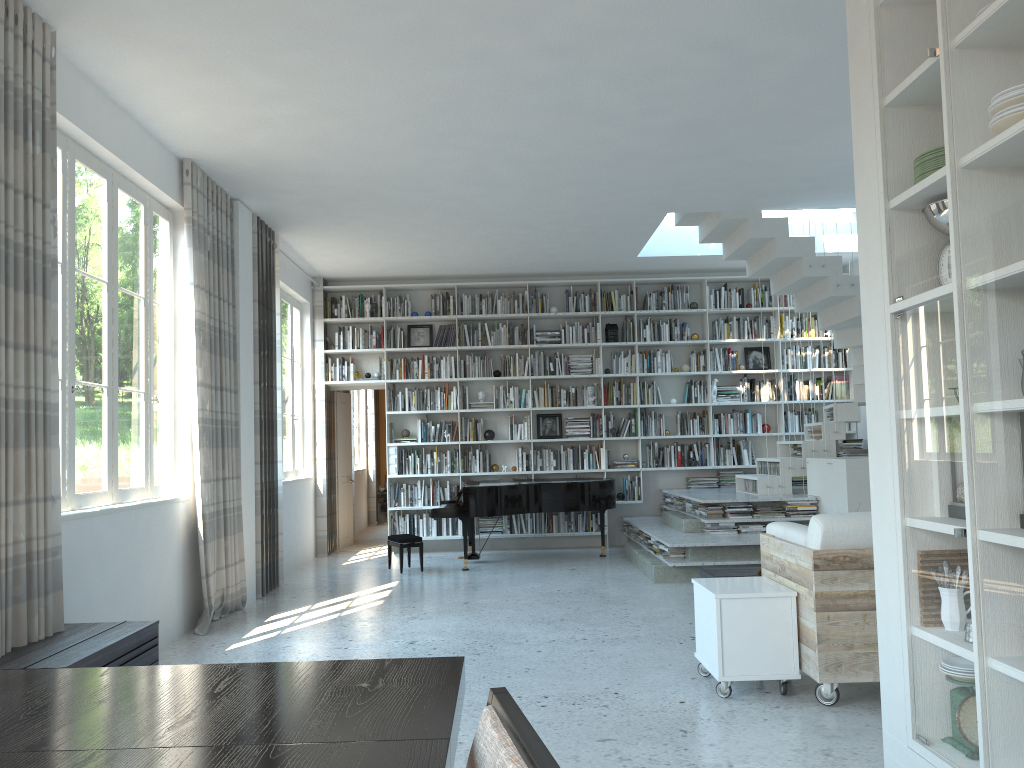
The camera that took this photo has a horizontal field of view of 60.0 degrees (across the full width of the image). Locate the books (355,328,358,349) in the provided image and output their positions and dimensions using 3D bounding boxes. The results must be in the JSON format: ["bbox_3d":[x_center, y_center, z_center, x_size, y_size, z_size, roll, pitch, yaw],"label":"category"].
[{"bbox_3d":[-1.838,-0.522,10.502,0.013,0.268,0.162,-2,-4,-1],"label":"books"}]

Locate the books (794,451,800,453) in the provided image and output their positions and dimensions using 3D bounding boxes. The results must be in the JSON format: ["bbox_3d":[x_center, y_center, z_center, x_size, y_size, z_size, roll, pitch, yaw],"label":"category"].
[{"bbox_3d":[3.123,0.726,9.494,0.145,0.015,0.166,-1,-4,-6],"label":"books"}]

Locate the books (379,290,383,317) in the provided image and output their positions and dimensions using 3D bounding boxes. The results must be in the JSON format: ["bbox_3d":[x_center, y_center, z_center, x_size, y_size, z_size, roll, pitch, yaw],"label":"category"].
[{"bbox_3d":[-1.553,-0.930,10.533,0.014,0.337,0.168,-2,-4,-1],"label":"books"}]

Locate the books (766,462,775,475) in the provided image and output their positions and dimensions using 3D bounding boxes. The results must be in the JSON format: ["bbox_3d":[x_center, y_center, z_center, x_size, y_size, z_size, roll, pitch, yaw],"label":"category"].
[{"bbox_3d":[2.726,0.885,9.287,0.125,0.125,0.007,-2,-3,-1],"label":"books"}]

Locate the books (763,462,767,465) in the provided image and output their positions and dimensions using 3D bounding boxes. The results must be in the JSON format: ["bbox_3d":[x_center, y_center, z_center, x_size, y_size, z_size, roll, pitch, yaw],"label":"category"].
[{"bbox_3d":[2.724,0.892,9.378,0.125,0.125,0.008,-2,-3,-1],"label":"books"}]

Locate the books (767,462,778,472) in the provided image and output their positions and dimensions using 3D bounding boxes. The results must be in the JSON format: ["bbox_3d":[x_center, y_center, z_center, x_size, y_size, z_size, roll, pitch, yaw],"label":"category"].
[{"bbox_3d":[2.726,0.882,9.246,0.125,0.125,0.007,-2,-3,-1],"label":"books"}]

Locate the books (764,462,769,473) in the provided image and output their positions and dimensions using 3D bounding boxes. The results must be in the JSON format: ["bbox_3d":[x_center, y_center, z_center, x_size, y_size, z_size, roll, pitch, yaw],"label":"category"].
[{"bbox_3d":[2.725,0.890,9.355,0.125,0.125,0.007,-2,-3,-1],"label":"books"}]

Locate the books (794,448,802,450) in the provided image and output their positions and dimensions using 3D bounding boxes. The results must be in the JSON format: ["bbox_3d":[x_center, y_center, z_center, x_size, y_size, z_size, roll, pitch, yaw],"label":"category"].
[{"bbox_3d":[3.122,0.697,9.496,0.140,0.022,0.181,-1,-4,-7],"label":"books"}]

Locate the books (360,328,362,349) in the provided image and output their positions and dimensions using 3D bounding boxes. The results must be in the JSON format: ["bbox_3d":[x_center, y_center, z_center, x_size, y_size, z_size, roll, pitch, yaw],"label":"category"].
[{"bbox_3d":[-1.775,-0.520,10.500,0.025,0.261,0.167,-2,-4,-1],"label":"books"}]

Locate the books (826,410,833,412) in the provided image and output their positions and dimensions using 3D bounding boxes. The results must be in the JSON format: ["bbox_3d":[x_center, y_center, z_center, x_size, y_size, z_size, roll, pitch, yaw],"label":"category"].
[{"bbox_3d":[3.381,0.277,9.196,0.191,0.013,0.243,-2,-4,10],"label":"books"}]

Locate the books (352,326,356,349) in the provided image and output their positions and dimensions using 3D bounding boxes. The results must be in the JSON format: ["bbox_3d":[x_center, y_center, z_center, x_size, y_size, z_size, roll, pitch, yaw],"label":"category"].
[{"bbox_3d":[-1.864,-0.532,10.510,0.037,0.291,0.155,-2,-4,-1],"label":"books"}]

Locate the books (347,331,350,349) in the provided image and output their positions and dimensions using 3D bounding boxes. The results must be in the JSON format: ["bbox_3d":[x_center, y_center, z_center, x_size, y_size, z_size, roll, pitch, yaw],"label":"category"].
[{"bbox_3d":[-1.924,-0.504,10.515,0.024,0.239,0.155,-2,-4,-1],"label":"books"}]

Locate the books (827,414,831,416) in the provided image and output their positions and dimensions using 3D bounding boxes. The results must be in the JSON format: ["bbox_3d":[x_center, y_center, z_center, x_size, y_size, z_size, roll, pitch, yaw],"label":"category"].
[{"bbox_3d":[3.476,0.329,9.477,0.171,0.011,0.232,-2,-4,10],"label":"books"}]

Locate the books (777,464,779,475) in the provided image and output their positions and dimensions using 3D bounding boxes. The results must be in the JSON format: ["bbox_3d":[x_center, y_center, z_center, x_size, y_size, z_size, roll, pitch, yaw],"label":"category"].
[{"bbox_3d":[2.730,0.859,8.892,0.125,0.123,0.034,-2,-3,-1],"label":"books"}]

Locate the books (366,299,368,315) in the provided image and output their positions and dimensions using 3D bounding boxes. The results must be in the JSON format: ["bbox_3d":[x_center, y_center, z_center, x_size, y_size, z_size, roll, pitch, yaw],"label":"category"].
[{"bbox_3d":[-1.706,-0.880,10.522,0.025,0.243,0.168,-2,-4,-1],"label":"books"}]

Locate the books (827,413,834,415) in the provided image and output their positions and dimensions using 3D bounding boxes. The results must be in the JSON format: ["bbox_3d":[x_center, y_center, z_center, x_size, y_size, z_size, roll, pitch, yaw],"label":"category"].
[{"bbox_3d":[3.387,0.306,9.194,0.176,0.007,0.254,-2,-4,7],"label":"books"}]

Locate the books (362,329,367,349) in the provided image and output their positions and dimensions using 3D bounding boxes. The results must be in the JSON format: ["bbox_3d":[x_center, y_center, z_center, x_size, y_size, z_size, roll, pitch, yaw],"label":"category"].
[{"bbox_3d":[-1.747,-0.516,10.500,0.030,0.250,0.166,-2,-4,-1],"label":"books"}]

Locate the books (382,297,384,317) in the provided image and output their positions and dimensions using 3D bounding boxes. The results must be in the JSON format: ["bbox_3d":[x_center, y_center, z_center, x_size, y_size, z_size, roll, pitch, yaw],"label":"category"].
[{"bbox_3d":[-1.507,-0.891,10.500,0.024,0.252,0.235,-2,-4,-1],"label":"books"}]

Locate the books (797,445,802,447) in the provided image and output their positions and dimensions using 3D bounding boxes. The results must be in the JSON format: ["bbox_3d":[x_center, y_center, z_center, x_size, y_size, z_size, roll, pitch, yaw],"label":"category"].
[{"bbox_3d":[3.107,0.646,9.274,0.177,0.014,0.194,-1,-4,-6],"label":"books"}]

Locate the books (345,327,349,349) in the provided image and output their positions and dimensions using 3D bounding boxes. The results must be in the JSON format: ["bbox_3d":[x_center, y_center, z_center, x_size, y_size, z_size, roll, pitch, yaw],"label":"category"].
[{"bbox_3d":[-1.951,-0.528,10.516,0.028,0.288,0.132,-2,-3,-1],"label":"books"}]

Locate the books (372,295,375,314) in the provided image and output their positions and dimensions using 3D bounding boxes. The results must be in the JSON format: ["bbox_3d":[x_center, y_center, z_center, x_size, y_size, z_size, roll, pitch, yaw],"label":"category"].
[{"bbox_3d":[-1.639,-0.904,10.543,0.013,0.291,0.154,-2,-4,-1],"label":"books"}]

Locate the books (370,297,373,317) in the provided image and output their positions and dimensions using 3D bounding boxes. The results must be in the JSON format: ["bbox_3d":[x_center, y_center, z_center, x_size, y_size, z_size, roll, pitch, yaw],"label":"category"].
[{"bbox_3d":[-1.659,-0.888,10.530,0.027,0.259,0.147,-2,-4,-1],"label":"books"}]

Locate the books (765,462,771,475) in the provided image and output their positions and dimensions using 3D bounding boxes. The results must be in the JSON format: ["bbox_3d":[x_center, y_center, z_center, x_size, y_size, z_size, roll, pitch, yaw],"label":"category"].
[{"bbox_3d":[2.725,0.888,9.327,0.125,0.125,0.008,-2,-3,-1],"label":"books"}]

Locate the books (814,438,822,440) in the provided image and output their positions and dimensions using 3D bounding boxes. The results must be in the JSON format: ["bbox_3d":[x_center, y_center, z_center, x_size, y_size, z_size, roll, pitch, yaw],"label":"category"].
[{"bbox_3d":[3.170,0.554,8.981,0.206,0.012,0.183,-4,-5,27],"label":"books"}]

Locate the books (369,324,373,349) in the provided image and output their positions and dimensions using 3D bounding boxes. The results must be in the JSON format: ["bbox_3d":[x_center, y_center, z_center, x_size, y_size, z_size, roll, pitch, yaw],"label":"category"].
[{"bbox_3d":[-1.670,-0.544,10.505,0.012,0.303,0.189,-2,-4,-1],"label":"books"}]

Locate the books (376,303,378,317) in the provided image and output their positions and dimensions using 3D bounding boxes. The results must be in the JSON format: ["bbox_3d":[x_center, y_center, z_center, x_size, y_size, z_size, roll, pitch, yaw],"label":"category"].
[{"bbox_3d":[-1.594,-0.853,10.533,0.028,0.184,0.168,-2,-4,-1],"label":"books"}]

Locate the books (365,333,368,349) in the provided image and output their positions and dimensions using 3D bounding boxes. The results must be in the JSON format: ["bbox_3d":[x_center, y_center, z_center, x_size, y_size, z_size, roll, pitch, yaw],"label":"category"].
[{"bbox_3d":[-1.717,-0.496,10.518,0.028,0.212,0.138,-2,-4,-1],"label":"books"}]

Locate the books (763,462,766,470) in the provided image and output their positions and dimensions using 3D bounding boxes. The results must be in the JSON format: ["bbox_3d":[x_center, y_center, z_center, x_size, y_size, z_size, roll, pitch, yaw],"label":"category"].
[{"bbox_3d":[2.724,0.893,9.386,0.125,0.125,0.008,-2,-3,-1],"label":"books"}]

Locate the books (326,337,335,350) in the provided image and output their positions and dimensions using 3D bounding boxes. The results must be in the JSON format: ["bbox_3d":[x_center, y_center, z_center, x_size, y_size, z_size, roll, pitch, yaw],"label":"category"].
[{"bbox_3d":[-2.139,-0.467,10.515,0.121,0.175,0.129,-2,-4,-1],"label":"books"}]

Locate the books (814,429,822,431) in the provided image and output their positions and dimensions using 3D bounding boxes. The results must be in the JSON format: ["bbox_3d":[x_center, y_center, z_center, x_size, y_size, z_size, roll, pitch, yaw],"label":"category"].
[{"bbox_3d":[3.166,0.463,8.983,0.184,0.016,0.179,-4,-5,28],"label":"books"}]

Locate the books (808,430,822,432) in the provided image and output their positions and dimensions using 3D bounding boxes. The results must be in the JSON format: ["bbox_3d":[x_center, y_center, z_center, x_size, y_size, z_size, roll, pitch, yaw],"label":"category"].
[{"bbox_3d":[3.157,0.474,8.967,0.295,0.007,0.146,-4,-5,34],"label":"books"}]

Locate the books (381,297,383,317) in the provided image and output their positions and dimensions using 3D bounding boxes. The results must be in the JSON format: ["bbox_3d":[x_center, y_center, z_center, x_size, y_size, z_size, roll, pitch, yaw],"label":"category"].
[{"bbox_3d":[-1.533,-0.891,10.537,0.025,0.259,0.138,-2,-4,-1],"label":"books"}]

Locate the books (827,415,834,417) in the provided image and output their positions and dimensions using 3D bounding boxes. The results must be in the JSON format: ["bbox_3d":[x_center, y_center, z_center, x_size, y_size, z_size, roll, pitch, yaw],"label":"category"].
[{"bbox_3d":[3.387,0.328,9.193,0.187,0.009,0.261,-2,-4,9],"label":"books"}]

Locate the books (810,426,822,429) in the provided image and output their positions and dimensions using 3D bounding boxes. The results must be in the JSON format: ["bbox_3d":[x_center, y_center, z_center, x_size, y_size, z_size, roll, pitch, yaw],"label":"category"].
[{"bbox_3d":[3.161,0.437,8.978,0.234,0.025,0.157,-5,-5,37],"label":"books"}]

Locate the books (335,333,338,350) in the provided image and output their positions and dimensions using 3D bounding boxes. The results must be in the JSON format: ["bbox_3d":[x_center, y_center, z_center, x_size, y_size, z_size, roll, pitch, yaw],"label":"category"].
[{"bbox_3d":[-2.062,-0.490,10.506,0.034,0.217,0.166,-2,-4,-1],"label":"books"}]

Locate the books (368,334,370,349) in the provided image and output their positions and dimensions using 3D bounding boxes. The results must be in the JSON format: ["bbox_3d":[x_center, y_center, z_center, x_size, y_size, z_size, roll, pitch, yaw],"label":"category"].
[{"bbox_3d":[-1.689,-0.489,10.526,0.029,0.197,0.144,-2,-4,-1],"label":"books"}]

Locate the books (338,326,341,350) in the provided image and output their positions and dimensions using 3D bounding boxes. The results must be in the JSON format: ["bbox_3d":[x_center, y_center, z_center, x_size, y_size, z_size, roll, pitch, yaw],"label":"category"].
[{"bbox_3d":[-2.040,-0.530,10.512,0.011,0.296,0.162,-2,-4,-1],"label":"books"}]

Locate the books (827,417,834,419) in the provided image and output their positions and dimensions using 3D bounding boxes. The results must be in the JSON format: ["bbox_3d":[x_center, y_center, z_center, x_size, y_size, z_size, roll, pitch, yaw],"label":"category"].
[{"bbox_3d":[3.381,0.353,9.192,0.182,0.013,0.287,-3,-4,13],"label":"books"}]

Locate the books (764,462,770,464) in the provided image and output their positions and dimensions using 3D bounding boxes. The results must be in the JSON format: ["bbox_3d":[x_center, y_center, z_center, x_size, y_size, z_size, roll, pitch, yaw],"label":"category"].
[{"bbox_3d":[2.725,0.889,9.340,0.125,0.125,0.008,-2,-3,-1],"label":"books"}]

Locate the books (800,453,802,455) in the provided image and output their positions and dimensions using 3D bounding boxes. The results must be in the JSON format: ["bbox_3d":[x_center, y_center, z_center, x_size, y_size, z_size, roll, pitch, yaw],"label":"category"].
[{"bbox_3d":[3.023,0.708,8.995,0.172,0.019,0.240,-3,-4,24],"label":"books"}]

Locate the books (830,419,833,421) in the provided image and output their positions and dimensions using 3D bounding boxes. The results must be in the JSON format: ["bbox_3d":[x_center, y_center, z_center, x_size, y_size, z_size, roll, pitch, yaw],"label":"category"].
[{"bbox_3d":[3.491,0.384,9.470,0.149,0.014,0.228,-2,-4,11],"label":"books"}]

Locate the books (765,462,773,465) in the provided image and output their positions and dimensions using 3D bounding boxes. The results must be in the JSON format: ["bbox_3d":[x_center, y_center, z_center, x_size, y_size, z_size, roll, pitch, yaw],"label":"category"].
[{"bbox_3d":[2.725,0.887,9.305,0.125,0.125,0.010,-2,-3,-1],"label":"books"}]

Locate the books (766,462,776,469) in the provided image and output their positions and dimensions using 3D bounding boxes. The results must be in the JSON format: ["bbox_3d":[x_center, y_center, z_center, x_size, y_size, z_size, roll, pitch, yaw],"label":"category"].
[{"bbox_3d":[2.726,0.885,9.278,0.125,0.125,0.010,-2,-3,-1],"label":"books"}]

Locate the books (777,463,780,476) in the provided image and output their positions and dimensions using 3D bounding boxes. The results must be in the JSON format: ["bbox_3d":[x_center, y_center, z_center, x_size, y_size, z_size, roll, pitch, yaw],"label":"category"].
[{"bbox_3d":[2.730,0.858,8.910,0.125,0.125,0.011,-2,-3,-1],"label":"books"}]

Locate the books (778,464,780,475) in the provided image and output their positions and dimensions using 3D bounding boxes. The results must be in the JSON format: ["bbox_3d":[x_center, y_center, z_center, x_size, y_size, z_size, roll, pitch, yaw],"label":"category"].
[{"bbox_3d":[2.731,0.856,8.861,0.125,0.123,0.034,-2,-3,-1],"label":"books"}]

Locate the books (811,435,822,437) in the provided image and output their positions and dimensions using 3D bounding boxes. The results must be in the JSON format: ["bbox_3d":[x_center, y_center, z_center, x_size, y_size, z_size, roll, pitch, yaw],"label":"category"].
[{"bbox_3d":[3.165,0.523,8.976,0.222,0.011,0.180,-4,-5,31],"label":"books"}]

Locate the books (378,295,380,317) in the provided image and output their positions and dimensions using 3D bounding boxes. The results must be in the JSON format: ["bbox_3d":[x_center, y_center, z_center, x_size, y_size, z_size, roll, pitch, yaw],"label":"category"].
[{"bbox_3d":[-1.570,-0.904,10.536,0.022,0.286,0.175,-2,-4,-1],"label":"books"}]

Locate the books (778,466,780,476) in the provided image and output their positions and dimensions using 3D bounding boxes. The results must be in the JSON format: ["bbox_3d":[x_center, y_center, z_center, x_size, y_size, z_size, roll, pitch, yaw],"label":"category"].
[{"bbox_3d":[2.731,0.857,8.868,0.125,0.123,0.034,-2,-3,-1],"label":"books"}]

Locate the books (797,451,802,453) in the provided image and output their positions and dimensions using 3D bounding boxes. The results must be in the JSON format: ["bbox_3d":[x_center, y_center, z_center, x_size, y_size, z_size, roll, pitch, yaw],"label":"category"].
[{"bbox_3d":[3.109,0.711,9.271,0.184,0.013,0.225,-1,-4,-3],"label":"books"}]

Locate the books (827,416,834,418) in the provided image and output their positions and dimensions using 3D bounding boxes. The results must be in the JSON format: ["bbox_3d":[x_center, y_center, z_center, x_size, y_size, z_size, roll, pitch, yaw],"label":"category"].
[{"bbox_3d":[3.379,0.340,9.193,0.191,0.014,0.244,-2,-4,12],"label":"books"}]

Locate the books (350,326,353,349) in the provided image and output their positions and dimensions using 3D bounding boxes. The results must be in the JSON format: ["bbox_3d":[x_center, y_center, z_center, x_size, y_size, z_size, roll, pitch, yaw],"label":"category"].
[{"bbox_3d":[-1.892,-0.530,10.490,0.021,0.286,0.179,-2,-4,-1],"label":"books"}]

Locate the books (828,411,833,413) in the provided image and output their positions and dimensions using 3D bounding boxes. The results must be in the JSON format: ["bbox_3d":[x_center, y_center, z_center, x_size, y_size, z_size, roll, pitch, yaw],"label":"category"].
[{"bbox_3d":[3.390,0.287,9.194,0.174,0.009,0.240,-2,-4,8],"label":"books"}]

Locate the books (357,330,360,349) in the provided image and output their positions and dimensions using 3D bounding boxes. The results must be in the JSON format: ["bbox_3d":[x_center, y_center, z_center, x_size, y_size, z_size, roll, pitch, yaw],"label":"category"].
[{"bbox_3d":[-1.809,-0.511,10.501,0.021,0.244,0.174,-2,-4,-1],"label":"books"}]

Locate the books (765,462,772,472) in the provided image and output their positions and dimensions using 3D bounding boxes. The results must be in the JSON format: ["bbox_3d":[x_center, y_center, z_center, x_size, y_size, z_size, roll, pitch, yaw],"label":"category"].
[{"bbox_3d":[2.725,0.888,9.316,0.125,0.125,0.012,-2,-3,-1],"label":"books"}]

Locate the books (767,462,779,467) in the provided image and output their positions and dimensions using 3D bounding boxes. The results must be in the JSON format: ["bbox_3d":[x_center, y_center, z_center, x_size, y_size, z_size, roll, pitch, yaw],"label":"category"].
[{"bbox_3d":[2.726,0.882,9.239,0.125,0.125,0.007,-2,-3,-1],"label":"books"}]

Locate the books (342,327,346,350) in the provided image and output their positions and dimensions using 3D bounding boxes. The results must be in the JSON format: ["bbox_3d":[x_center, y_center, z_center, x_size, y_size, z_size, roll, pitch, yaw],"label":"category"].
[{"bbox_3d":[-1.976,-0.526,10.493,0.023,0.282,0.186,-2,-4,-1],"label":"books"}]

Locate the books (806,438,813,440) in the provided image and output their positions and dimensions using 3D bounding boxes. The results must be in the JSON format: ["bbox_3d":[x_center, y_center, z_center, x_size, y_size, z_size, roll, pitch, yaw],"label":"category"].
[{"bbox_3d":[3.294,0.584,9.486,0.190,0.018,0.288,-1,-4,-2],"label":"books"}]

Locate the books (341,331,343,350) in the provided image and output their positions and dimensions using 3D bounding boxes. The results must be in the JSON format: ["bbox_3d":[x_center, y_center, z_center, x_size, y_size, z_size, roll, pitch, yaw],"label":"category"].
[{"bbox_3d":[-1.998,-0.498,10.496,0.022,0.228,0.171,-2,-4,-1],"label":"books"}]
